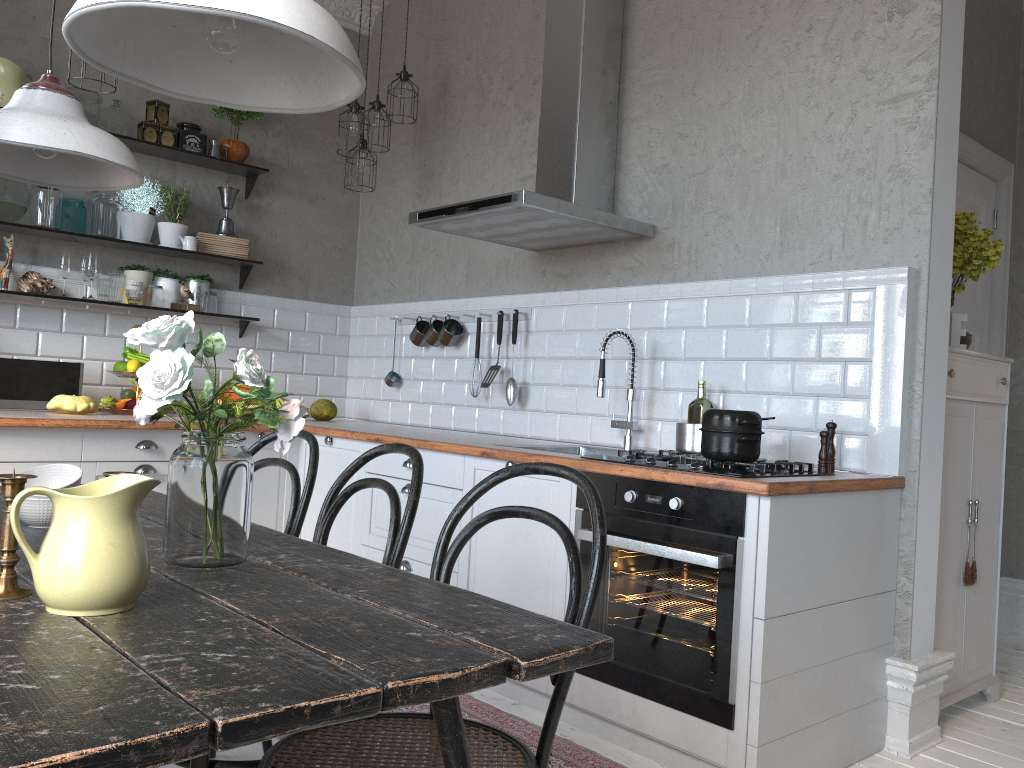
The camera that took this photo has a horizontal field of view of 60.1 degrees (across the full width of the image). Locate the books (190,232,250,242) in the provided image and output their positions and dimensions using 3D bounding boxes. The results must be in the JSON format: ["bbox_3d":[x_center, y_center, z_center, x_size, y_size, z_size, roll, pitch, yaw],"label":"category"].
[{"bbox_3d":[-1.519,-0.758,4.612,0.266,0.011,0.154,4,-1,-36],"label":"books"}]

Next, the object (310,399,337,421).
[{"bbox_3d":[-1.003,0.138,4.716,0.131,0.119,0.205,3,-1,11],"label":"object"}]

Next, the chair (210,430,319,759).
[{"bbox_3d":[-0.789,0.567,2.200,0.561,0.920,0.428,4,-1,-44],"label":"chair"}]

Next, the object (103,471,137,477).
[{"bbox_3d":[-0.560,0.209,1.251,0.060,0.167,0.058,4,-1,-29],"label":"object"}]

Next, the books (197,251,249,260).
[{"bbox_3d":[-1.524,-0.660,4.610,0.266,0.011,0.154,4,-1,-39],"label":"books"}]

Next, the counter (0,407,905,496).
[{"bbox_3d":[-1.060,0.180,2.945,3.230,0.039,3.317,4,-1,-42],"label":"counter"}]

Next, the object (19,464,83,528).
[{"bbox_3d":[-0.918,0.220,1.743,0.127,0.119,0.125,4,-1,-26],"label":"object"}]

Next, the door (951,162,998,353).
[{"bbox_3d":[1.991,0.101,3.982,0.767,2.183,0.078,4,-1,-42],"label":"door"}]

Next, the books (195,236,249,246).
[{"bbox_3d":[-1.520,-0.736,4.611,0.266,0.016,0.155,4,-1,-30],"label":"books"}]

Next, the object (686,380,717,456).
[{"bbox_3d":[0.698,0.129,3.223,0.091,0.282,0.080,4,-1,-42],"label":"object"}]

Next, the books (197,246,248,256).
[{"bbox_3d":[-1.523,-0.682,4.610,0.266,0.016,0.155,4,-1,-30],"label":"books"}]

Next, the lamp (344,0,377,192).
[{"bbox_3d":[-0.710,-1.838,4.432,0.145,1.735,0.148,3,-1,20],"label":"lamp"}]

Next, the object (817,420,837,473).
[{"bbox_3d":[0.994,0.195,2.792,0.074,0.167,0.035,4,-1,-42],"label":"object"}]

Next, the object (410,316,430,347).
[{"bbox_3d":[-0.462,-0.271,4.578,0.110,0.161,0.134,4,-1,-30],"label":"object"}]

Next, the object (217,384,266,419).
[{"bbox_3d":[-1.326,0.086,4.325,0.239,0.174,0.214,4,-1,-20],"label":"object"}]

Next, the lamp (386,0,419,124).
[{"bbox_3d":[-0.512,-2.207,4.514,0.145,1.735,0.148,3,-1,20],"label":"lamp"}]

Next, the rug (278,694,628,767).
[{"bbox_3d":[-0.247,1.056,2.639,0.752,0.014,1.261,4,-1,-42],"label":"rug"}]

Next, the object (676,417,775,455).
[{"bbox_3d":[0.692,0.166,2.928,0.305,0.134,0.173,3,-1,-8],"label":"object"}]

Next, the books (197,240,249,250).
[{"bbox_3d":[-1.521,-0.715,4.611,0.266,0.011,0.154,4,-1,-39],"label":"books"}]

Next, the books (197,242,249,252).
[{"bbox_3d":[-1.522,-0.704,4.611,0.266,0.011,0.154,4,-1,-36],"label":"books"}]

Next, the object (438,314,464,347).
[{"bbox_3d":[-0.302,-0.265,4.386,0.110,0.161,0.134,4,-1,-25],"label":"object"}]

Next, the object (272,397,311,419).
[{"bbox_3d":[-1.099,0.125,4.465,0.146,0.127,0.228,3,-1,31],"label":"object"}]

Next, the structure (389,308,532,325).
[{"bbox_3d":[-0.294,-0.336,4.423,0.096,0.053,1.062,4,-1,-42],"label":"structure"}]

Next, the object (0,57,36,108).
[{"bbox_3d":[-2.207,-1.297,3.893,0.194,0.216,0.170,4,-1,-28],"label":"object"}]

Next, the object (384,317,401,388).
[{"bbox_3d":[-0.634,-0.170,4.770,0.078,0.379,0.081,4,-1,-42],"label":"object"}]

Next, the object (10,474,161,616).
[{"bbox_3d":[-0.547,0.206,1.153,0.135,0.170,0.150,3,-1,9],"label":"object"}]

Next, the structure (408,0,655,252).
[{"bbox_3d":[0.122,-1.417,3.625,0.728,1.596,0.696,4,-1,-42],"label":"structure"}]

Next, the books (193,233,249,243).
[{"bbox_3d":[-1.519,-0.747,4.612,0.266,0.016,0.154,4,-1,-33],"label":"books"}]

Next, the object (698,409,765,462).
[{"bbox_3d":[0.638,0.149,2.578,0.189,0.147,0.193,3,-1,28],"label":"object"}]

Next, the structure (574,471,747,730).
[{"bbox_3d":[0.599,0.604,2.740,0.631,0.623,0.609,4,-1,-42],"label":"structure"}]

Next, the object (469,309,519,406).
[{"bbox_3d":[-0.086,-0.123,4.099,0.083,0.443,0.322,4,-1,-41],"label":"object"}]

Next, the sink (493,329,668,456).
[{"bbox_3d":[0.288,0.138,3.301,0.539,0.720,0.475,4,-1,-42],"label":"sink"}]

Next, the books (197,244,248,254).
[{"bbox_3d":[-1.523,-0.693,4.611,0.266,0.016,0.154,4,-1,-33],"label":"books"}]

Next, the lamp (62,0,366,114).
[{"bbox_3d":[-0.336,-1.349,1.209,0.381,1.858,0.378,3,-1,-5],"label":"lamp"}]

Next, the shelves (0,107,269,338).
[{"bbox_3d":[-1.875,-0.707,4.284,1.345,0.923,0.224,4,-1,-42],"label":"shelves"}]

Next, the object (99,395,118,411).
[{"bbox_3d":[-1.858,0.088,4.095,0.077,0.072,0.150,4,-1,-12],"label":"object"}]

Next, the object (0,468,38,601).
[{"bbox_3d":[-0.676,0.199,1.193,0.063,0.172,0.061,4,-1,-21],"label":"object"}]

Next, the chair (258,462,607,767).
[{"bbox_3d":[-0.135,0.593,1.449,0.561,0.920,0.428,4,-1,-44],"label":"chair"}]

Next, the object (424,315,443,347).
[{"bbox_3d":[-0.378,-0.268,4.485,0.111,0.161,0.134,4,-1,-40],"label":"object"}]

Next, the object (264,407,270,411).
[{"bbox_3d":[-1.294,0.146,4.647,0.203,0.067,0.101,4,-1,-36],"label":"object"}]

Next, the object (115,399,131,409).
[{"bbox_3d":[-1.804,0.094,4.096,0.086,0.057,0.087,3,-1,-10],"label":"object"}]

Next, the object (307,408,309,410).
[{"bbox_3d":[-1.140,0.152,4.658,0.119,0.073,0.201,3,-1,12],"label":"object"}]

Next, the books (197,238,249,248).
[{"bbox_3d":[-1.521,-0.725,4.611,0.266,0.011,0.154,4,-1,-36],"label":"books"}]

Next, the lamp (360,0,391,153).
[{"bbox_3d":[-0.662,-2.085,4.607,0.147,1.735,0.146,3,-1,0],"label":"lamp"}]

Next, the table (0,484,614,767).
[{"bbox_3d":[-0.841,0.647,1.538,0.924,0.735,1.878,4,-1,-42],"label":"table"}]

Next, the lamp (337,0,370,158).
[{"bbox_3d":[-0.713,-1.964,4.249,0.148,1.735,0.145,4,-1,-10],"label":"lamp"}]

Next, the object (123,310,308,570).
[{"bbox_3d":[-0.492,0.092,1.468,0.318,0.414,0.246,4,-1,-44],"label":"object"}]

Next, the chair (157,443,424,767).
[{"bbox_3d":[-0.487,0.579,1.835,0.560,0.920,0.429,4,-1,-35],"label":"chair"}]

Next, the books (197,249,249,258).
[{"bbox_3d":[-1.524,-0.671,4.610,0.266,0.011,0.154,4,-1,-36],"label":"books"}]

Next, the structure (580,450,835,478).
[{"bbox_3d":[0.597,0.239,2.732,0.507,0.031,0.592,4,-1,-42],"label":"structure"}]

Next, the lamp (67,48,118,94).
[{"bbox_3d":[-1.359,-1.865,2.989,0.145,1.735,0.148,3,-1,15],"label":"lamp"}]

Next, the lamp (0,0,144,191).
[{"bbox_3d":[-0.920,-1.372,1.860,0.387,1.858,0.372,4,-1,-35],"label":"lamp"}]
